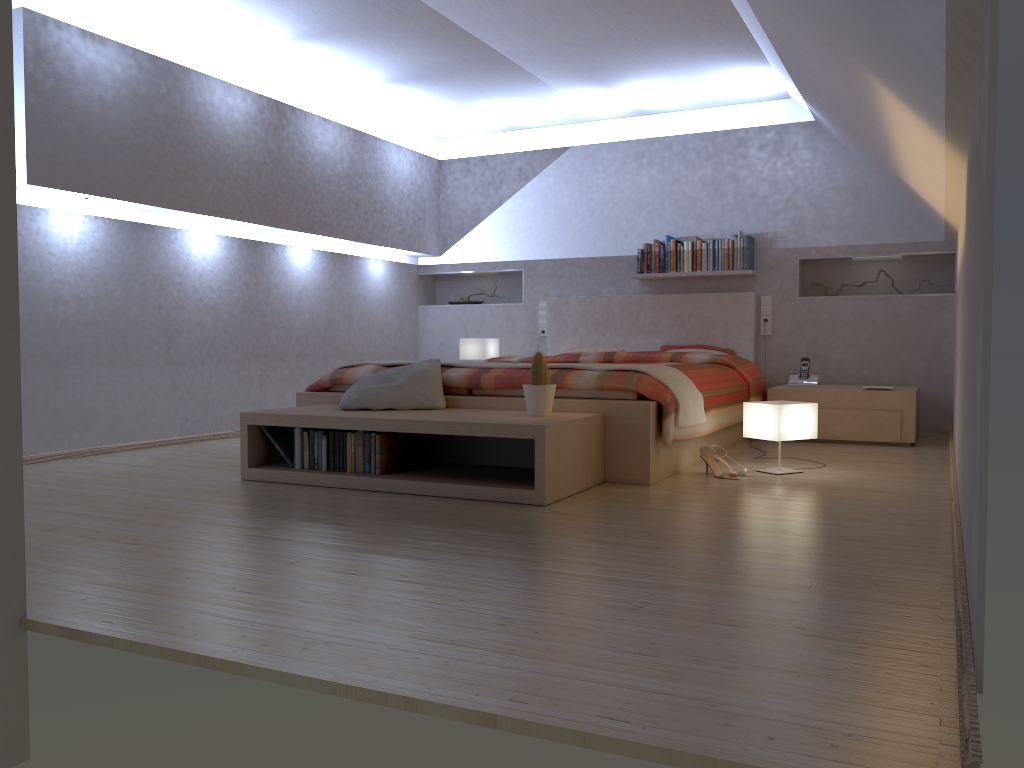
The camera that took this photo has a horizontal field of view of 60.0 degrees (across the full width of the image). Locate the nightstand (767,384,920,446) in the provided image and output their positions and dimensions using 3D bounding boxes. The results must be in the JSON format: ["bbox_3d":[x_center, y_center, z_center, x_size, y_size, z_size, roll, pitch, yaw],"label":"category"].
[{"bbox_3d":[2.187,0.187,5.816,0.859,0.329,0.847,1,3,26],"label":"nightstand"}]

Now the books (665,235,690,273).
[{"bbox_3d":[1.263,-0.974,6.679,0.178,0.281,0.200,1,3,26],"label":"books"}]

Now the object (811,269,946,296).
[{"bbox_3d":[2.602,-0.719,6.319,0.905,0.193,0.085,1,3,26],"label":"object"}]

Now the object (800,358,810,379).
[{"bbox_3d":[2.058,-0.100,6.233,0.060,0.169,0.079,1,3,26],"label":"object"}]

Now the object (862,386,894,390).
[{"bbox_3d":[2.270,0.027,5.499,0.179,0.015,0.177,1,3,26],"label":"object"}]

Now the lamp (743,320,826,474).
[{"bbox_3d":[1.616,-0.021,5.266,0.396,0.788,2.551,1,3,16],"label":"lamp"}]

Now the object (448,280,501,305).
[{"bbox_3d":[-0.296,-0.810,7.733,0.589,0.242,0.183,1,3,24],"label":"object"}]

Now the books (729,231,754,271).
[{"bbox_3d":[1.676,-0.965,6.478,0.145,0.281,0.200,1,3,26],"label":"books"}]

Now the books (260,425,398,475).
[{"bbox_3d":[-0.828,0.281,3.946,0.652,0.193,0.157,1,3,26],"label":"books"}]

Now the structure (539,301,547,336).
[{"bbox_3d":[0.262,-0.536,7.303,0.077,0.286,0.034,1,3,26],"label":"structure"}]

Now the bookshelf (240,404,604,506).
[{"bbox_3d":[-0.407,0.279,3.940,1.495,0.303,0.643,1,3,26],"label":"bookshelf"}]

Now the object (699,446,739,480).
[{"bbox_3d":[0.954,0.359,4.087,0.079,0.132,0.235,-2,3,-32],"label":"object"}]

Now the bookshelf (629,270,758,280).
[{"bbox_3d":[1.352,-0.816,6.639,0.916,0.028,0.223,1,3,26],"label":"bookshelf"}]

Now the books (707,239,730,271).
[{"bbox_3d":[1.540,-0.942,6.546,0.159,0.231,0.200,1,3,26],"label":"books"}]

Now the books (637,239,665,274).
[{"bbox_3d":[1.085,-0.966,6.758,0.209,0.260,0.215,1,3,26],"label":"books"}]

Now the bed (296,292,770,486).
[{"bbox_3d":[0.394,-0.135,5.565,2.087,0.994,3.009,1,3,26],"label":"bed"}]

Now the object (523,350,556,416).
[{"bbox_3d":[0.117,-0.004,3.786,0.144,0.294,0.144,-2,3,-39],"label":"object"}]

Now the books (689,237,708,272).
[{"bbox_3d":[1.404,-0.960,6.606,0.140,0.260,0.209,1,3,26],"label":"books"}]

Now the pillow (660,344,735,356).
[{"bbox_3d":[1.288,-0.194,6.436,0.566,0.188,0.497,1,3,26],"label":"pillow"}]

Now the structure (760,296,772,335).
[{"bbox_3d":[1.869,-0.502,6.521,0.077,0.286,0.034,1,3,26],"label":"structure"}]

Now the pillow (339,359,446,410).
[{"bbox_3d":[-0.584,0.000,4.293,0.498,0.241,0.470,0,3,-9],"label":"pillow"}]

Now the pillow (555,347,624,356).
[{"bbox_3d":[0.538,-0.199,6.855,0.572,0.180,0.492,1,3,26],"label":"pillow"}]

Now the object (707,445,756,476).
[{"bbox_3d":[1.026,0.356,4.160,0.235,0.132,0.079,2,3,32],"label":"object"}]

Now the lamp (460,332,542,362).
[{"bbox_3d":[-0.118,-0.169,7.225,0.684,0.515,0.318,-2,3,-35],"label":"lamp"}]

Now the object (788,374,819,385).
[{"bbox_3d":[2.049,-0.034,6.218,0.192,0.087,0.153,1,3,26],"label":"object"}]
